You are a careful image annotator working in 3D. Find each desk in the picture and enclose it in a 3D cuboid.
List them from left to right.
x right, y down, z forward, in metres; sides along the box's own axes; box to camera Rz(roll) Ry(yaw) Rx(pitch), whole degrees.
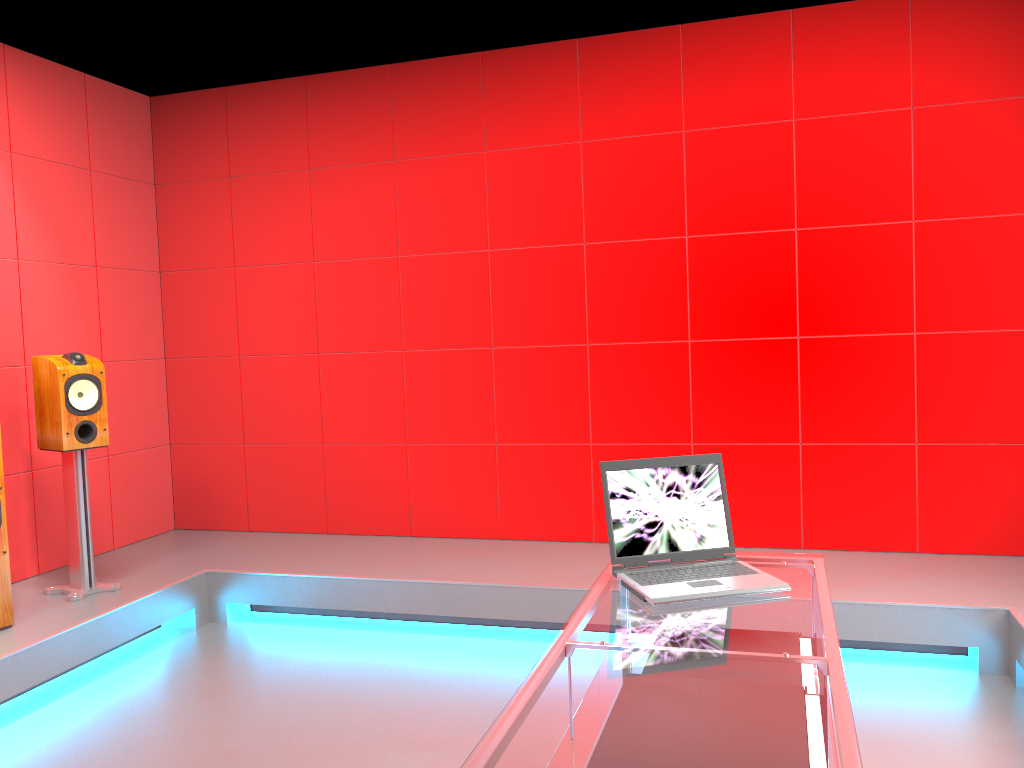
[{"bbox_3d":[0.354,0.856,1.717,0.594,0.690,1.617,-1,3,17],"label":"desk"}]

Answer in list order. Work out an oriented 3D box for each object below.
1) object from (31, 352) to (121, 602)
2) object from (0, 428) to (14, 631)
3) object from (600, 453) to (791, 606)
[{"bbox_3d":[-1.920,0.390,3.899,0.265,1.058,0.231,0,4,37],"label":"object"},{"bbox_3d":[-2.100,0.427,3.381,0.238,1.052,0.203,-1,3,27],"label":"object"},{"bbox_3d":[0.434,0.341,2.160,0.342,0.285,0.340,-3,3,-13],"label":"object"}]
